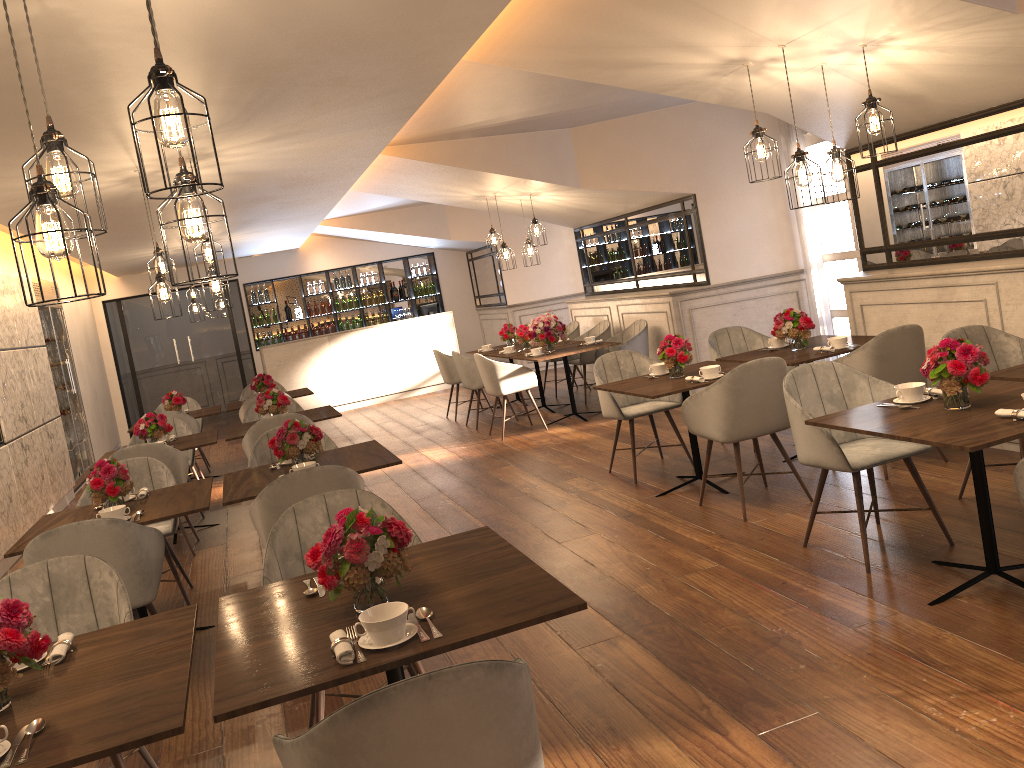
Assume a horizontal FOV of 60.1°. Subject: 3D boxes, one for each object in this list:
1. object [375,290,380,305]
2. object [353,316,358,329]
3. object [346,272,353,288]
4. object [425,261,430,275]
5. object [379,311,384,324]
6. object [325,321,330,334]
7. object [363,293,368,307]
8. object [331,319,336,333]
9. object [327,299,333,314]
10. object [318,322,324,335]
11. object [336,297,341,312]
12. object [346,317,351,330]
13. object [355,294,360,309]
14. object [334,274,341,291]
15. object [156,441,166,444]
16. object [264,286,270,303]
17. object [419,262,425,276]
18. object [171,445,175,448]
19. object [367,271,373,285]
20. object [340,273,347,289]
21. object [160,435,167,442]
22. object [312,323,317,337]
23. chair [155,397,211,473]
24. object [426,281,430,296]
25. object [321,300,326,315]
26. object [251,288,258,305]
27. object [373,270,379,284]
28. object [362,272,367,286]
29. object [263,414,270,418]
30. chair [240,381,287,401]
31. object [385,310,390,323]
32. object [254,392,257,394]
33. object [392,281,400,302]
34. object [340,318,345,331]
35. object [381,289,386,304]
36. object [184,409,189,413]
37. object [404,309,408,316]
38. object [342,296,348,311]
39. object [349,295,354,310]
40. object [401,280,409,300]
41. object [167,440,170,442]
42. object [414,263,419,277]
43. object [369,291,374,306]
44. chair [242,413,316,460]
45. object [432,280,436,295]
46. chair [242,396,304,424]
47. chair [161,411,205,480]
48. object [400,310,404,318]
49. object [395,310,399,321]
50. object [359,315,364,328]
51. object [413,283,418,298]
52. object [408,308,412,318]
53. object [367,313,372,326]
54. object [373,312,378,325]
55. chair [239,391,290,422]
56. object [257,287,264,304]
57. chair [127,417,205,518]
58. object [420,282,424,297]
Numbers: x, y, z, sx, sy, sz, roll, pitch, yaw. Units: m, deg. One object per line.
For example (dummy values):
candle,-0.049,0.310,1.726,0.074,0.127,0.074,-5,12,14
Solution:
object,-2.358,-1.513,15.481,0.066,0.260,0.065,-13,5,-38
object,-2.729,-1.062,15.365,0.066,0.260,0.065,-13,5,-38
object,-2.821,-1.810,15.299,0.075,0.309,0.075,-11,4,-6
object,-1.506,-2.059,15.717,0.070,0.235,0.041,-11,4,-18
object,-2.294,-1.158,15.503,0.066,0.260,0.065,-13,5,-38
object,-3.181,-0.963,15.221,0.066,0.260,0.065,-13,5,-38
object,-2.565,-1.467,15.415,0.066,0.260,0.065,-13,5,-38
object,-3.077,-0.986,15.254,0.066,0.260,0.065,-13,5,-38
object,-3.142,-1.341,15.232,0.066,0.260,0.065,-13,5,-38
object,-3.284,-0.941,15.188,0.066,0.260,0.065,-13,5,-38
object,-3.000,-1.372,15.277,0.066,0.260,0.065,-13,5,-38
object,-2.832,-1.040,15.332,0.066,0.260,0.065,-13,5,-38
object,-2.690,-1.441,15.375,0.066,0.262,0.065,-13,5,-38
object,-3.017,-1.767,15.237,0.075,0.309,0.075,-9,4,15
object,-2.703,0.483,6.725,0.148,0.072,0.149,-7,7,25
object,-4.129,-1.523,14.883,0.075,0.309,0.076,-8,4,30
object,-1.600,-2.039,15.687,0.070,0.235,0.041,-11,4,-18
object,-2.598,0.487,6.778,0.043,0.015,0.197,-13,7,-20
object,-2.473,-1.847,15.410,0.070,0.235,0.041,-11,4,-18
object,-2.919,-1.788,15.268,0.075,0.309,0.075,-11,4,-6
object,-2.922,0.454,7.294,0.148,0.072,0.149,-7,7,25
object,-3.387,-0.918,15.155,0.066,0.260,0.065,-13,5,-38
chair,-3.742,0.600,10.032,0.567,0.869,0.527,-12,5,-17
object,-1.504,-1.700,15.752,0.066,0.260,0.065,-13,5,-38
object,-3.245,-1.318,15.199,0.066,0.260,0.065,-13,5,-38
object,-4.324,-1.480,14.821,0.075,0.309,0.075,-10,4,8
object,-2.379,-1.868,15.440,0.070,0.235,0.041,-11,4,-18
object,-2.567,-1.827,15.380,0.070,0.235,0.041,-11,4,-18
object,-2.061,0.266,7.567,0.148,0.072,0.149,-7,7,25
chair,-2.844,0.404,10.317,0.567,0.869,0.527,-12,5,-17
object,-2.190,-1.180,15.536,0.066,0.260,0.065,-13,5,-38
object,-2.819,0.116,9.948,0.148,0.072,0.149,-10,6,5
object,-2.053,-1.626,15.554,0.103,0.358,0.105,-8,5,35
object,-2.936,-1.017,15.299,0.066,0.260,0.065,-13,5,-38
object,-2.255,-1.535,15.513,0.066,0.260,0.065,-13,5,-38
object,-3.570,0.298,9.710,0.056,0.039,0.176,-12,7,-17
object,-1.864,-1.223,15.639,0.065,0.207,0.065,-8,4,28
object,-2.897,-1.396,15.310,0.066,0.262,0.065,-13,5,-38
object,-2.793,-1.418,15.342,0.066,0.262,0.065,-13,5,-38
object,-1.906,-1.659,15.597,0.104,0.358,0.104,-10,4,10
object,-2.840,0.462,7.310,0.025,0.024,0.193,-12,7,-17
object,-1.694,-2.018,15.657,0.070,0.235,0.041,-11,4,-18
object,-2.461,-1.490,15.448,0.066,0.260,0.065,-13,5,-38
chair,-1.704,0.634,6.686,0.567,0.869,0.527,-12,5,-17
object,-1.400,-1.723,15.785,0.066,0.260,0.065,-13,5,-38
chair,-2.092,0.552,7.957,0.567,0.869,0.527,-12,5,-17
chair,-3.353,0.683,8.762,0.567,0.869,0.527,-12,5,-17
object,-1.937,-1.207,15.616,0.065,0.207,0.065,-8,4,28
object,-2.010,-1.191,15.593,0.065,0.207,0.065,-8,4,28
object,-2.625,-1.085,15.397,0.066,0.260,0.065,-13,5,-38
object,-1.711,-1.655,15.686,0.066,0.262,0.065,-13,5,-38
object,-1.792,-1.238,15.662,0.065,0.207,0.065,-8,4,28
object,-2.500,-1.112,15.437,0.066,0.260,0.065,-13,5,-38
object,-2.397,-1.135,15.470,0.066,0.260,0.065,-13,5,-38
chair,-2.455,0.486,9.047,0.567,0.869,0.527,-12,5,-17
object,-4.227,-1.502,14.852,0.075,0.309,0.075,-8,4,26
chair,-2.990,0.749,7.671,0.567,0.869,0.527,-12,5,-17
object,-1.607,-1.677,15.719,0.066,0.260,0.065,-13,5,-38
